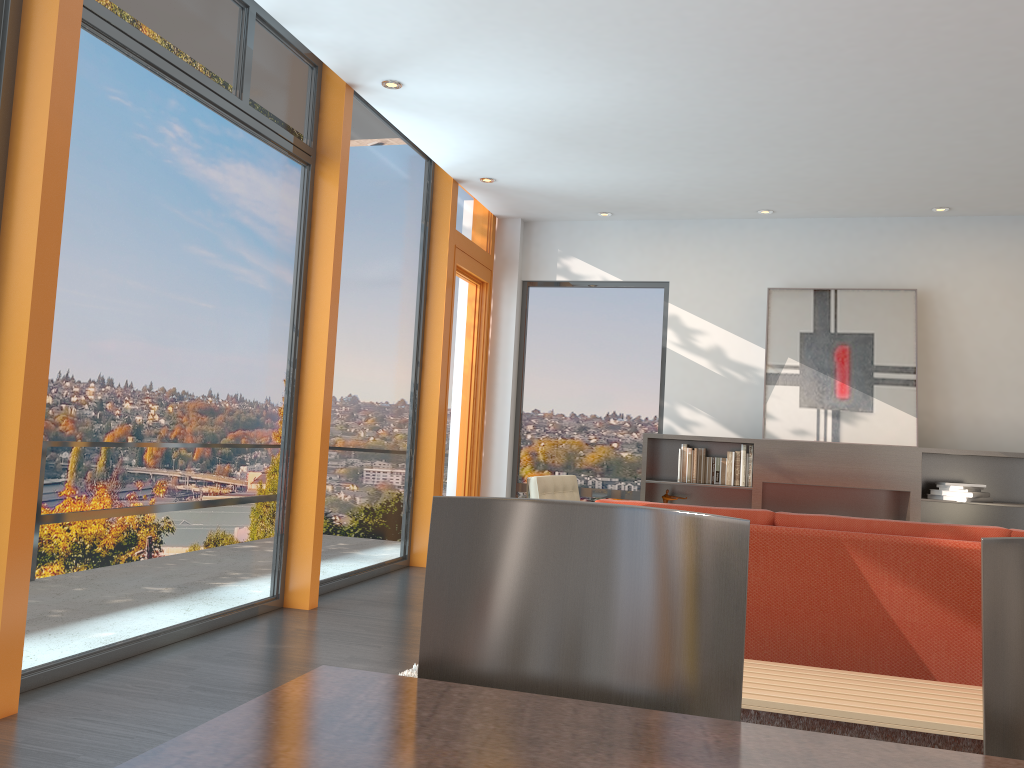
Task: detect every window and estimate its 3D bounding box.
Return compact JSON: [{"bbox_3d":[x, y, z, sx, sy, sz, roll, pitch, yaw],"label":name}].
[{"bbox_3d":[-2.257,-0.631,1.784,0.070,3.348,2.922,2,-4,16],"label":"window"},{"bbox_3d":[-1.558,-0.440,4.303,0.070,3.348,2.103,2,-4,16],"label":"window"},{"bbox_3d":[-0.481,-0.166,7.826,0.211,3.348,1.155,2,-4,16],"label":"window"},{"bbox_3d":[0.738,-0.064,8.343,1.410,3.342,0.065,2,-4,16],"label":"window"},{"bbox_3d":[-1.002,-0.287,6.305,0.070,3.348,1.842,2,-4,16],"label":"window"}]

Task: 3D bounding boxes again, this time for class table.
[{"bbox_3d":[0.576,0.796,0.439,2.151,0.765,1.171,2,-4,16],"label":"table"}]

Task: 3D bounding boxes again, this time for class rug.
[{"bbox_3d":[1.688,1.428,4.495,3.772,0.043,2.982,2,-4,16],"label":"rug"}]

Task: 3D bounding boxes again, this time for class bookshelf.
[{"bbox_3d":[2.770,1.073,7.191,3.387,1.163,0.569,2,-4,16],"label":"bookshelf"}]

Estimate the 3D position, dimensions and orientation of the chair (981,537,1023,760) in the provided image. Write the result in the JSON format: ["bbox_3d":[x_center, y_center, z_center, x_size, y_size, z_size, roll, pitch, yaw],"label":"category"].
[{"bbox_3d":[0.770,0.680,0.901,0.548,0.968,0.614,2,-4,16],"label":"chair"}]

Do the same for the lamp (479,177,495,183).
[{"bbox_3d":[-0.203,-1.661,7.231,0.129,0.010,0.129,5,-4,-29],"label":"lamp"}]

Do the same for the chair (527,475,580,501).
[{"bbox_3d":[0.495,1.015,5.692,0.707,0.817,0.699,1,-4,25],"label":"chair"}]

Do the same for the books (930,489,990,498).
[{"bbox_3d":[3.499,0.854,6.925,0.398,0.038,0.314,7,-5,-45],"label":"books"}]

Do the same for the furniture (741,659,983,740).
[{"bbox_3d":[1.210,1.115,2.633,2.006,0.357,0.492,2,-4,16],"label":"furniture"}]

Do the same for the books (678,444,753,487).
[{"bbox_3d":[1.707,0.664,7.420,0.592,0.340,0.324,2,-4,16],"label":"books"}]

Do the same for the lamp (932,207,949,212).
[{"bbox_3d":[3.551,-1.444,7.345,0.129,0.010,0.129,5,-4,-29],"label":"lamp"}]

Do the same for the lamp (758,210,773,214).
[{"bbox_3d":[2.206,-1.497,7.722,0.129,0.010,0.129,5,-4,-29],"label":"lamp"}]

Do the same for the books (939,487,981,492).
[{"bbox_3d":[3.500,0.826,6.927,0.300,0.020,0.210,7,-5,-45],"label":"books"}]

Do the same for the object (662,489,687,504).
[{"bbox_3d":[1.334,1.044,7.547,0.245,0.291,0.201,1,-5,36],"label":"object"}]

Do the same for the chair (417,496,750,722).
[{"bbox_3d":[0.034,0.651,1.108,0.548,0.968,0.614,2,-4,16],"label":"chair"}]

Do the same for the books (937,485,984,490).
[{"bbox_3d":[3.502,0.806,6.928,0.300,0.020,0.210,6,-4,-34],"label":"books"}]

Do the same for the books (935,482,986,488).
[{"bbox_3d":[3.503,0.786,6.929,0.300,0.020,0.210,3,-3,6],"label":"books"}]

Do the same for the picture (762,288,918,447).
[{"bbox_3d":[2.754,-0.163,7.455,1.208,1.339,0.269,2,-4,16],"label":"picture"}]

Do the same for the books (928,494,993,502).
[{"bbox_3d":[3.497,0.892,6.922,0.398,0.038,0.314,6,-4,-35],"label":"books"}]

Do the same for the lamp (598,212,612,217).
[{"bbox_3d":[0.846,-1.550,8.104,0.129,0.010,0.129,5,-4,-29],"label":"lamp"}]

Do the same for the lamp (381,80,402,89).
[{"bbox_3d":[-0.726,-1.804,5.349,0.129,0.010,0.129,5,-4,-29],"label":"lamp"}]

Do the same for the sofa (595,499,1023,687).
[{"bbox_3d":[1.388,0.927,3.482,2.597,0.853,1.037,2,-4,16],"label":"sofa"}]
